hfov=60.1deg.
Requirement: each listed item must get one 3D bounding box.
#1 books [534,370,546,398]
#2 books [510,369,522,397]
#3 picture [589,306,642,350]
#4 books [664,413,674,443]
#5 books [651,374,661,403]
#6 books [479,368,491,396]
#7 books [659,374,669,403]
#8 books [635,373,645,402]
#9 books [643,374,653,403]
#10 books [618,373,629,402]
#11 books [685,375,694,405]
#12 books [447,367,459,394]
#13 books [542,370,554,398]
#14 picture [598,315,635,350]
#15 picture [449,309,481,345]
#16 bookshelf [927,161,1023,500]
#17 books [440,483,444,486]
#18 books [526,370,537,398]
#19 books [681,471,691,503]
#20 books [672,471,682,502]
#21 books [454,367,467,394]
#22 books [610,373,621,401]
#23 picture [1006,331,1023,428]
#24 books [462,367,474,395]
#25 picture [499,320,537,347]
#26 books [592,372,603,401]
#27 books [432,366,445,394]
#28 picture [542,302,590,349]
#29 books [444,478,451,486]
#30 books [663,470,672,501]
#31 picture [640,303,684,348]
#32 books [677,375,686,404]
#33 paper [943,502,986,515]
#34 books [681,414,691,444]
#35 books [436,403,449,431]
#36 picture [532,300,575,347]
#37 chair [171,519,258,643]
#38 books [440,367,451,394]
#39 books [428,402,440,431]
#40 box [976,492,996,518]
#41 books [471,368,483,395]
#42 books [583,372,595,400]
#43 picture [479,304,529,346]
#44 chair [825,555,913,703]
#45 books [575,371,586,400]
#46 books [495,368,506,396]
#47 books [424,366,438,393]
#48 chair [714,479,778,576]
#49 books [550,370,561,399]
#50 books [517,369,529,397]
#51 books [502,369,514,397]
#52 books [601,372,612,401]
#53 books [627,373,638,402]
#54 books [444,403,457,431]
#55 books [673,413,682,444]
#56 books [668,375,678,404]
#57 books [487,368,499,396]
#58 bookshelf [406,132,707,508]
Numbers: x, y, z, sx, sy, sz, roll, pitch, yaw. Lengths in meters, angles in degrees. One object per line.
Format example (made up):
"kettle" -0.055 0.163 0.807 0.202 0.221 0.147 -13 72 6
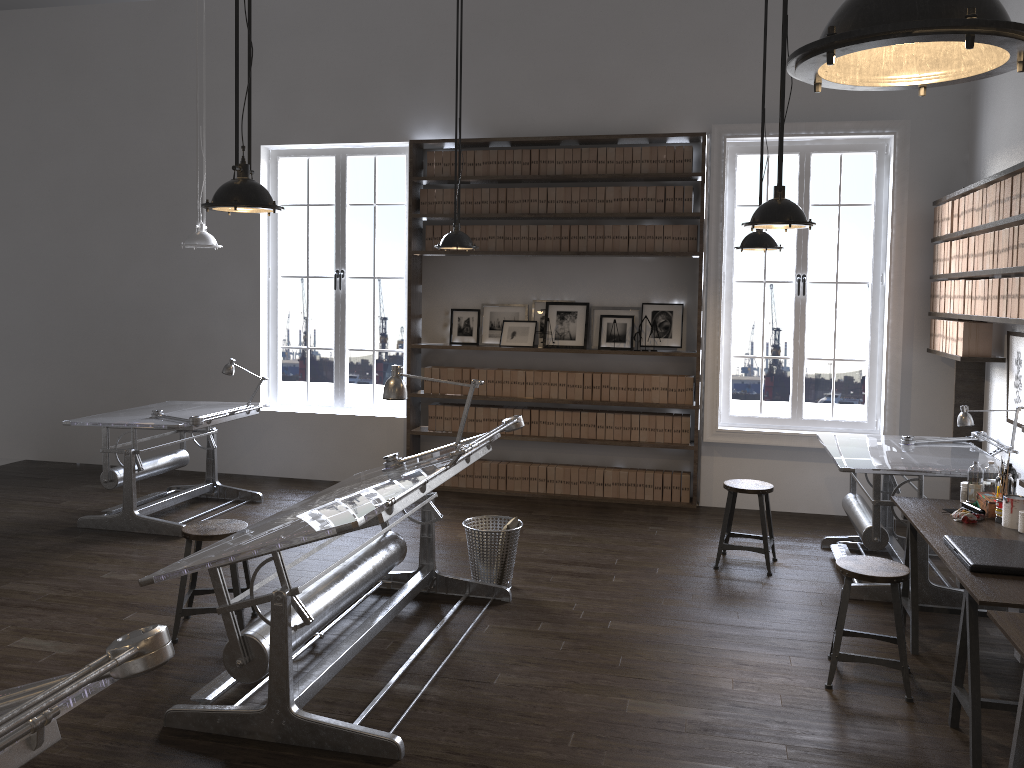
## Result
"books" 0.237 -0.001 7.549 0.067 0.225 0.175 2 4 13
"books" 0.037 -0.009 7.596 0.067 0.225 0.175 2 4 13
"picture" 0.872 -0.469 7.451 0.434 0.360 0.095 2 3 13
"books" 1.295 0.362 7.316 0.067 0.225 0.175 2 4 13
"books" 1.192 0.037 7.322 0.067 0.225 0.175 2 4 13
"books" -0.232 -0.019 7.656 0.067 0.225 0.175 2 4 13
"books" 1.257 0.040 7.305 0.067 0.225 0.175 2 4 13
"books" 1.066 0.033 7.349 0.067 0.225 0.175 2 4 13
"books" 1.132 0.035 7.338 0.067 0.225 0.175 2 4 13
"books" 0.932 0.027 7.386 0.067 0.225 0.175 2 4 13
"books" 1.456 0.048 7.257 0.067 0.225 0.175 2 4 13
"books" -0.510 -0.031 7.724 0.067 0.225 0.175 2 4 13
"books" 0.305 0.002 7.535 0.067 0.225 0.175 2 4 13
"picture" 0.874 -0.430 7.410 0.290 0.290 0.127 2 4 13
"picture" -0.413 -0.501 7.772 0.267 0.314 0.058 2 3 13
"bookshelf" 2.237 0.644 2.177 0.373 3.196 9.208 2 6 13
"books" -0.607 0.767 7.782 0.067 0.225 0.175 2 4 13
"books" 0.168 -0.003 7.561 0.067 0.225 0.175 2 4 13
"books" 1.436 0.848 7.304 0.067 0.225 0.175 2 4 13
"books" 1.362 0.845 7.323 0.067 0.225 0.175 2 4 13
"books" -0.446 -0.028 7.711 0.067 0.225 0.175 2 4 13
"books" 0.862 0.024 7.399 0.067 0.225 0.175 2 4 13
"picture" 3.076 -0.027 5.372 0.040 0.573 0.416 2 4 13
"books" -0.375 -0.025 7.689 0.067 0.225 0.175 2 4 13
"picture" 0.054 -0.427 7.567 0.300 0.228 0.145 2 4 13
"books" 0.720 0.019 7.431 0.067 0.225 0.175 2 4 13
"books" -0.643 -0.036 7.751 0.067 0.225 0.175 2 4 13
"picture" 0.458 -0.497 7.496 0.373 0.390 0.149 2 3 13
"books" -0.536 0.770 7.767 0.067 0.225 0.175 2 4 13
"books" 1.289 0.843 7.335 0.067 0.225 0.175 2 4 13
"picture" 1.241 -0.486 7.333 0.343 0.363 0.161 2 4 13
"books" 1.394 0.045 7.279 0.067 0.225 0.175 2 4 13
"paper" 2.225 0.616 4.367 0.137 0.038 0.155 1 6 -2
"books" 1.432 0.368 7.280 0.067 0.225 0.175 2 4 13
"books" -0.607 0.287 7.757 0.067 0.225 0.175 2 4 13
"picture" 0.348 -0.514 7.576 0.369 0.405 0.091 2 3 13
"chair" -1.489 0.978 4.446 0.371 0.526 0.359 0 4 -8
"books" -0.573 -0.033 7.734 0.067 0.225 0.175 2 4 13
"books" -0.678 0.284 7.774 0.067 0.225 0.175 2 4 13
"box" 2.379 0.595 4.345 0.137 0.083 0.212 2 6 13
"books" -0.301 -0.023 7.677 0.067 0.225 0.175 2 4 13
"books" 0.649 0.015 7.454 0.067 0.225 0.175 2 4 13
"picture" -0.071 -0.510 7.671 0.415 0.364 0.083 2 3 13
"chair" 1.608 1.075 3.973 0.358 0.526 0.372 2 4 22
"books" 0.575 0.013 7.469 0.067 0.225 0.175 2 4 13
"books" -0.094 -0.014 7.628 0.067 0.225 0.175 2 4 13
"books" -0.713 -0.039 7.771 0.067 0.225 0.175 2 4 13
"chair" 1.501 0.901 5.651 0.358 0.526 0.372 2 4 22
"books" 0.372 0.005 7.515 0.067 0.225 0.175 2 4 13
"books" 0.098 -0.006 7.580 0.067 0.225 0.175 2 4 13
"books" -0.029 -0.011 7.607 0.067 0.225 0.175 2 4 13
"books" 0.794 0.021 7.419 0.067 0.225 0.175 2 4 13
"books" 1.001 0.029 7.370 0.067 0.225 0.175 2 4 13
"books" -0.536 0.289 7.744 0.067 0.225 0.175 2 4 13
"books" 1.364 0.365 7.300 0.067 0.225 0.175 2 4 13
"books" 1.326 0.043 7.293 0.067 0.225 0.175 2 4 13
"books" -0.163 -0.017 7.644 0.067 0.225 0.175 2 4 13
"bookshelf" 0.346 -0.198 7.557 2.474 3.713 0.413 2 3 13
